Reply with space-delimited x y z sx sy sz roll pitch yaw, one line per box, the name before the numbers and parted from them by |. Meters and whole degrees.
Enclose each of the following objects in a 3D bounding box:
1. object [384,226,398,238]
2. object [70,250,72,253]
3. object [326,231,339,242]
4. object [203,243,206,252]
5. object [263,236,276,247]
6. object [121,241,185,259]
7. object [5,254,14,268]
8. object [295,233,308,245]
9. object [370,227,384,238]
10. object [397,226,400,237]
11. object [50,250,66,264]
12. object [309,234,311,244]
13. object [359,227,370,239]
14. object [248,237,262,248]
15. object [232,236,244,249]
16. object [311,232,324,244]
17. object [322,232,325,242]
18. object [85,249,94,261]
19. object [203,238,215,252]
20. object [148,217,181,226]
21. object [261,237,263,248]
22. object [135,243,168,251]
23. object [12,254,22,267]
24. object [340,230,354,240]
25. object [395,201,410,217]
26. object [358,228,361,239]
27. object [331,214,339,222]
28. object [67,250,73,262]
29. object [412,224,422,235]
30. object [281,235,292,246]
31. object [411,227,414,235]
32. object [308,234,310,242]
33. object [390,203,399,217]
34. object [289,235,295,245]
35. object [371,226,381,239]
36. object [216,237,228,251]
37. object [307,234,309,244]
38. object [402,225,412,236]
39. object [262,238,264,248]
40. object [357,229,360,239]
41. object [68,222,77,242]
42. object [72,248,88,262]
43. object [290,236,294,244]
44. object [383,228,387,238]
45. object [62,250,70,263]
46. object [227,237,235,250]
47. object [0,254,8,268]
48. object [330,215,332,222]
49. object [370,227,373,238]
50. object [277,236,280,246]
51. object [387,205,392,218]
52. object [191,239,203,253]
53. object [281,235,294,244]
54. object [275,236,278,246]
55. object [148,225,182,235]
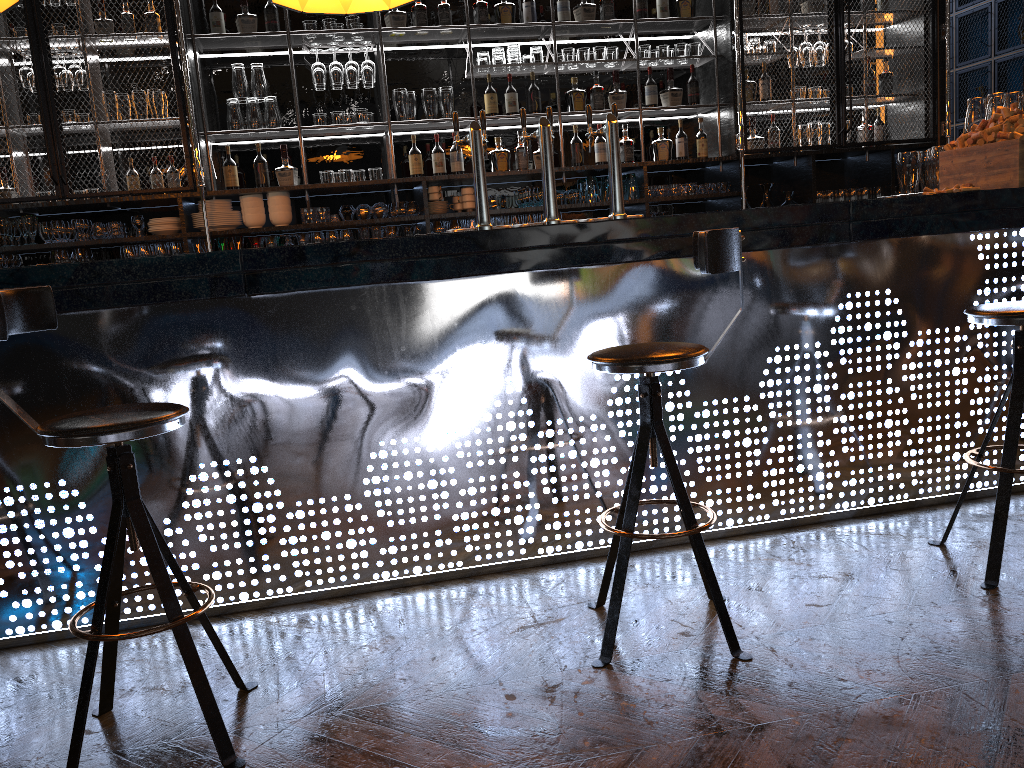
object | -0.770 -0.910 5.740 0.092 0.218 0.092 3 12 39
object | -2.770 -0.724 5.576 0.077 0.229 0.088 -11 11 -36
object | -1.136 -0.864 5.646 0.084 0.216 0.084 -4 9 4
object | -1.950 -0.804 5.650 0.073 0.229 0.073 -8 10 -22
object | -1.512 -0.821 5.580 0.082 0.213 0.082 -2 10 18
object | -2.219 -0.759 5.516 0.376 0.227 0.186 -7 9 -13
object | -3.054 -0.668 5.374 0.091 0.227 0.091 3 12 41
object | -1.320 -0.842 5.615 0.082 0.213 0.082 -2 10 19
object | -0.877 -0.920 5.854 0.092 0.218 0.092 3 12 39
object | -0.776 -0.927 5.848 0.092 0.218 0.092 3 12 39
object | -2.714 -0.688 5.319 0.088 0.229 0.077 -4 9 2
object | -1.365 -0.880 5.877 0.082 0.213 0.082 -8 10 -20
object | -0.940 -0.897 5.715 0.071 0.226 0.071 -12 12 -39
object | -1.599 -0.811 5.563 0.082 0.213 0.082 -2 10 18
object | -1.707 -0.811 5.566 0.073 0.229 0.073 -8 10 -22
object | -1.228 -0.854 5.630 0.084 0.216 0.084 -8 10 -22
object | -1.250 -0.873 5.761 0.084 0.216 0.084 -5 9 1
object | -2.654 -0.729 5.542 0.088 0.229 0.077 -6 9 -10
object | -1.896 -0.798 5.584 0.073 0.229 0.073 -8 10 -22
object | -2.137 -0.991 5.474 0.211 0.060 0.209 1 11 33
object | -1.615 -0.824 5.651 0.082 0.213 0.082 -8 10 -19
object | -2.259 -0.786 5.706 0.376 0.227 0.186 -7 9 -13
object | -3.074 -0.684 5.488 0.091 0.227 0.091 3 12 41
object | -1.047 -0.875 5.664 0.084 0.216 0.084 1 11 31
object | -0.703 -1.123 5.703 0.095 0.096 0.095 -12 11 -37
object | -0.959 -0.908 5.797 0.071 0.226 0.071 -12 12 -39
object | -1.128 -1.054 5.651 0.049 0.048 0.044 1 11 31
object | -2.752 -0.712 5.486 0.077 0.229 0.088 -4 9 5
object | -0.611 -0.931 5.787 0.071 0.217 0.071 -5 9 -3
object | -1.410 -0.832 5.600 0.082 0.213 0.082 -1 10 22
object | -0.668 -0.944 5.899 0.071 0.217 0.071 -5 9 -3
object | -1.349 -0.868 5.791 0.082 0.213 0.082 -9 10 -23
object | -0.750 -1.134 5.800 0.095 0.096 0.095 -6 9 -10
object | -1.445 -0.857 5.772 0.082 0.213 0.082 -1 10 21
object | -0.861 -0.899 5.691 0.071 0.226 0.071 -12 12 -39
object | -1.803 -0.801 5.552 0.073 0.229 0.073 -8 10 -22
object | -1.332 -0.856 5.704 0.082 0.213 0.082 -10 10 -29
object | -0.680 -0.929 5.813 0.071 0.217 0.071 -5 9 -3
object | -1.630 -0.836 5.736 0.082 0.213 0.082 2 12 38
object | -0.999 -0.931 5.962 0.071 0.226 0.071 -12 12 -39
object | -2.763 -0.945 5.550 0.081 0.132 0.081 -12 12 -39
object | -2.633 -0.711 5.422 0.088 0.229 0.077 -7 9 -11
object | -1.460 -0.870 5.860 0.082 0.213 0.082 -7 9 -11
object | -0.832 -0.942 5.973 0.092 0.218 0.092 3 12 39
object | -2.732 -0.701 5.408 0.077 0.229 0.088 2 12 38
object | -1.772 -0.815 5.627 0.073 0.229 0.073 -8 10 -22
object | -3.035 -0.653 5.273 0.091 0.227 0.091 -3 9 12
object | -1.141 -1.062 5.706 0.044 0.048 0.049 -1 10 21
object | -0.877 -0.910 5.769 0.071 0.226 0.071 -12 12 -39
object | -1.536 -0.847 5.755 0.082 0.213 0.082 -3 9 10
object | -0.794 -1.156 5.958 0.095 0.096 0.095 -4 9 5
object | -1.941 -0.782 5.505 0.073 0.229 0.073 -8 10 -22
object | -1.426 -0.845 5.685 0.082 0.213 0.082 -10 11 -31
object | -1.525 -0.833 5.665 0.082 0.213 0.082 -11 11 -34
object | -2.134 -0.950 5.480 0.209 0.060 0.211 2 11 38
